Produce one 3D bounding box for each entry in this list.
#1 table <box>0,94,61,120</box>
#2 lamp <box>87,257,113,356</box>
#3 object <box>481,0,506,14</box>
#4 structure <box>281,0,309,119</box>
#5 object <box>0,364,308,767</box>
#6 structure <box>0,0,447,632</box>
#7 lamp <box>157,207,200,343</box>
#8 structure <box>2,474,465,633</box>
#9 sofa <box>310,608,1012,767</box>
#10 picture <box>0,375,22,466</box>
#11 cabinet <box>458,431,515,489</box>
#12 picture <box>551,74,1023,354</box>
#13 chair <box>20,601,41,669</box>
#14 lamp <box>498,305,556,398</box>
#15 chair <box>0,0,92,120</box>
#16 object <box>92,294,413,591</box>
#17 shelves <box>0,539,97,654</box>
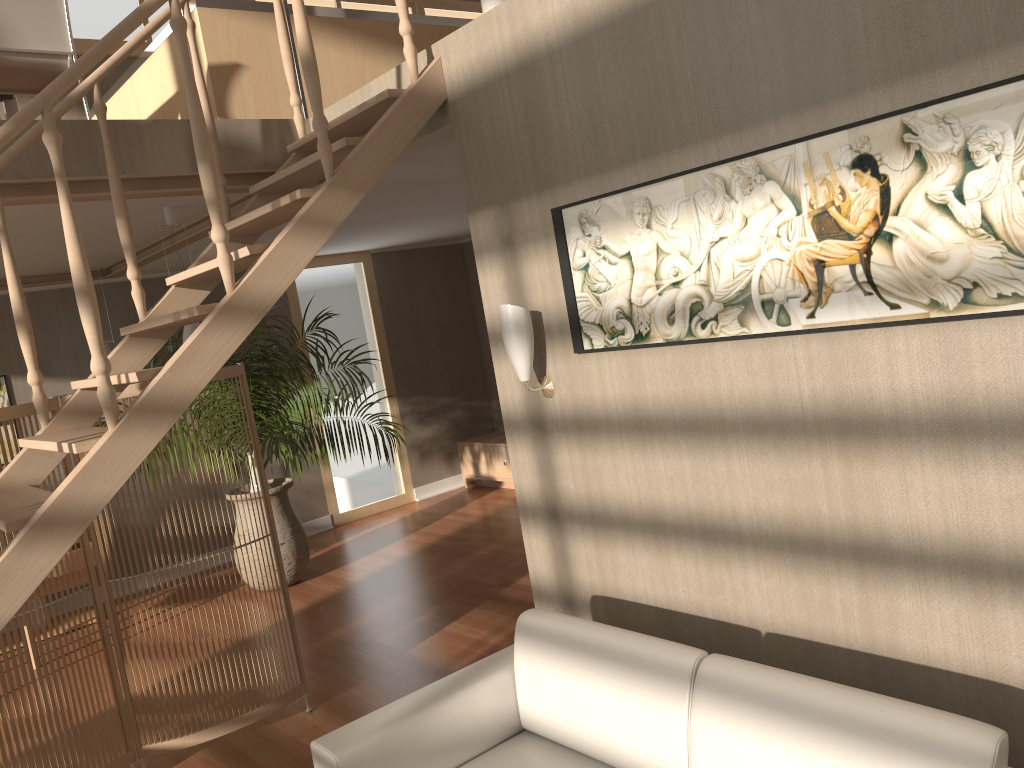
[{"bbox_3d":[-3.312,-1.227,4.395,1.800,0.740,0.900,-14,7,-38],"label":"table"},{"bbox_3d":[-2.780,-0.451,5.934,0.139,0.800,0.139,-7,6,26],"label":"lamp"},{"bbox_3d":[-0.160,-2.657,4.914,0.200,2.400,0.200,-14,7,-38],"label":"object"},{"bbox_3d":[-3.356,-1.302,4.402,3.300,0.900,3.475,-14,7,-38],"label":"structure"},{"bbox_3d":[-1.930,0.876,3.357,2.229,1.542,0.233,-13,6,-33],"label":"object"},{"bbox_3d":[-1.637,-0.056,2.768,3.150,3.578,1.000,-14,7,-38],"label":"structure"},{"bbox_3d":[-1.687,-0.509,4.560,0.139,0.800,0.139,-10,5,-3],"label":"lamp"},{"bbox_3d":[0.231,0.036,4.091,10.775,2.533,8.342,-14,7,-38],"label":"structure"},{"bbox_3d":[0.339,1.112,2.148,0.905,0.740,1.781,-14,7,-38],"label":"sofa"},{"bbox_3d":[-4.076,0.366,5.973,1.317,0.633,0.010,-14,7,-38],"label":"picture"},{"bbox_3d":[0.277,0.714,8.077,0.500,0.458,1.911,-14,7,-38],"label":"cabinet"},{"bbox_3d":[0.650,-0.368,2.368,0.018,0.487,1.531,-14,7,-38],"label":"picture"},{"bbox_3d":[-3.222,1.376,5.182,0.582,0.856,0.509,-9,5,2],"label":"chair"},{"bbox_3d":[0.048,-0.111,3.092,0.153,0.353,0.112,-14,7,-38],"label":"lamp"},{"bbox_3d":[-2.336,-1.406,4.206,0.430,0.796,0.496,-15,7,-43],"label":"chair"},{"bbox_3d":[-1.851,0.523,6.322,2.109,2.304,2.157,-5,7,40],"label":"object"},{"bbox_3d":[-3.576,1.506,5.770,1.600,0.590,0.658,-14,7,-38],"label":"shelves"}]
